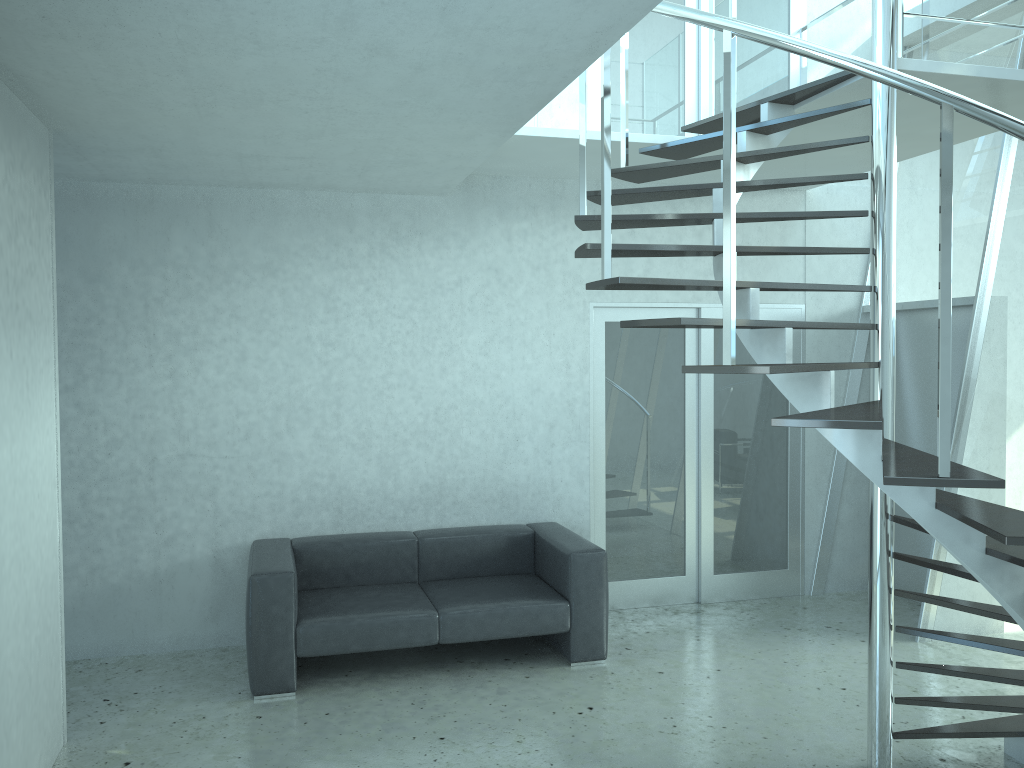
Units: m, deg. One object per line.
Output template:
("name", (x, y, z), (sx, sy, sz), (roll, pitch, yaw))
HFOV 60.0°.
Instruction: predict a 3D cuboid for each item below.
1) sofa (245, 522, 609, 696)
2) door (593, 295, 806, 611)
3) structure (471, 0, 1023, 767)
("sofa", (-0.518, 1.262, 5.264), (2.025, 0.652, 0.943), (-1, 2, -15))
("door", (1.703, 0.141, 6.863), (1.162, 3.200, 2.576), (1, 2, 32))
("structure", (1.356, -0.449, 4.272), (2.655, 4.156, 3.780), (-1, 2, -15))
